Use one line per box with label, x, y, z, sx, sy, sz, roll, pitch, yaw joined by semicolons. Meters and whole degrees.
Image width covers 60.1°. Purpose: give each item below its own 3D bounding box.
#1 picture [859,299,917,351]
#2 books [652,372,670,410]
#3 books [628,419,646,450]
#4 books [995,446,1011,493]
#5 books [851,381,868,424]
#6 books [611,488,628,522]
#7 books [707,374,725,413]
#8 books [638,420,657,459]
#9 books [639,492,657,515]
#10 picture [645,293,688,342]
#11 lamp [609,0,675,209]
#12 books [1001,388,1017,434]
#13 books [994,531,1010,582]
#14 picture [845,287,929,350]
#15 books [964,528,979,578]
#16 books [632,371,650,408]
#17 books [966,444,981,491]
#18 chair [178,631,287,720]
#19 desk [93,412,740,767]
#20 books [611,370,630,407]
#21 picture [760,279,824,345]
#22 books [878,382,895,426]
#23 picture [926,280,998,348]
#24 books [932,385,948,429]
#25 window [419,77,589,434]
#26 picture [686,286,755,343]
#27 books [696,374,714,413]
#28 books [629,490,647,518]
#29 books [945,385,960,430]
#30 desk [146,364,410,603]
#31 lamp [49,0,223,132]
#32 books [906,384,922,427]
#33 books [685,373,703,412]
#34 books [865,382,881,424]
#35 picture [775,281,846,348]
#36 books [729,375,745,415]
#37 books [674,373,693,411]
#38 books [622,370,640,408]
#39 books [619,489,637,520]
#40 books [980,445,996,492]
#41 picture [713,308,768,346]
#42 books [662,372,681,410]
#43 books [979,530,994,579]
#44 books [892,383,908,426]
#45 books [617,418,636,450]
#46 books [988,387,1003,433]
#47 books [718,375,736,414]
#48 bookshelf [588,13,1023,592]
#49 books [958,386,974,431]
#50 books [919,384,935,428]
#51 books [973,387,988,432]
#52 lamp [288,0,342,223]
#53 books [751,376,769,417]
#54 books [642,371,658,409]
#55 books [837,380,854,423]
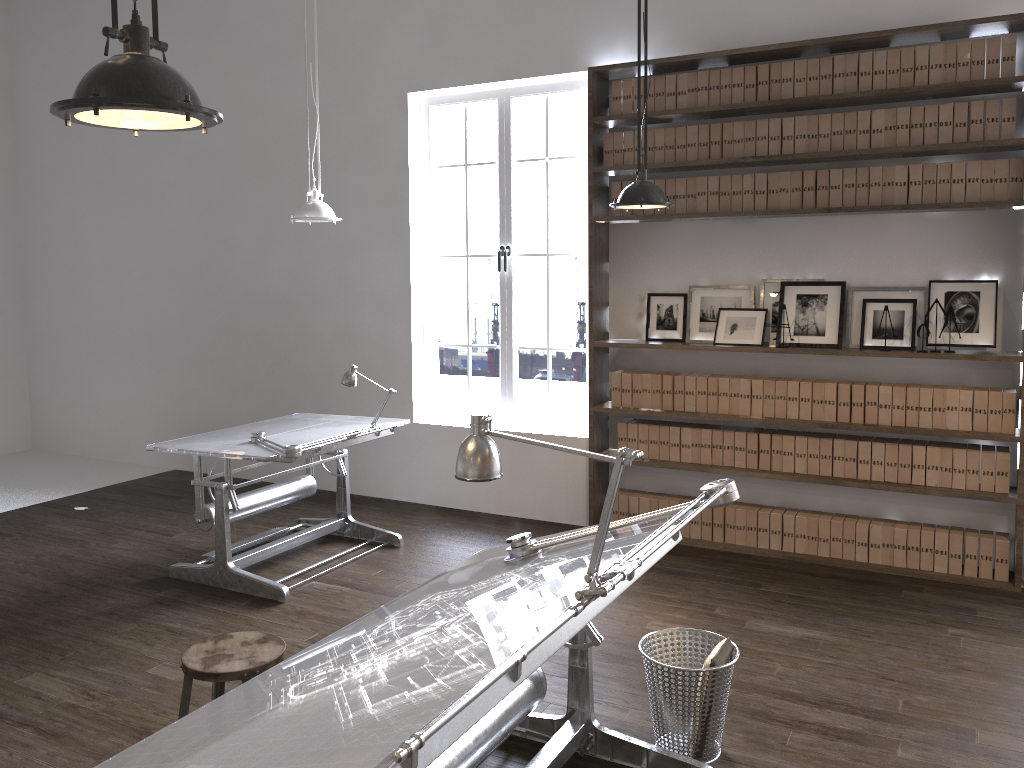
picture;2.152;-0.341;5.065;0.290;0.289;0.127;3;6;28
books;0.959;0.042;5.706;0.067;0.224;0.175;2;6;28
books;0.819;0.355;5.799;0.067;0.225;0.175;2;6;28
books;2.667;0.465;4.813;0.067;0.225;0.175;2;6;28
books;2.014;0.106;5.136;0.067;0.225;0.175;2;6;28
books;0.709;0.826;5.904;0.067;0.225;0.175;2;6;28
books;1.278;0.061;5.535;0.067;0.225;0.175;2;6;28
books;0.884;0.358;5.768;0.067;0.225;0.175;2;6;28
books;0.895;0.837;5.801;0.067;0.224;0.175;2;6;28
picture;1.002;-0.431;5.745;0.267;0.314;0.058;3;5;28
lamp;0.615;-1.967;4.163;0.313;2.243;0.312;0;4;8
books;2.681;0.146;4.778;0.067;0.225;0.175;2;6;28
books;2.681;0.944;4.847;0.067;0.224;0.175;2;6;28
picture;2.160;-0.380;5.105;0.434;0.359;0.095;3;6;28
books;2.548;0.936;4.915;0.067;0.225;0.175;2;6;28
books;0.843;0.036;5.760;0.067;0.225;0.175;2;6;28
books;2.544;0.457;4.884;0.067;0.225;0.175;2;6;28
chair;-0.880;1.112;2.839;0.371;0.526;0.360;0;5;7
desk;-0.081;0.722;2.416;1.077;1.380;2.289;2;7;28
books;0.717;0.028;5.832;0.067;0.225;0.175;2;6;28
picture;1.686;-0.433;5.359;0.370;0.404;0.091;3;5;28
books;2.143;0.114;5.067;0.067;0.225;0.175;2;6;28
picture;2.486;-0.391;4.895;0.343;0.363;0.161;3;6;28
books;2.388;0.128;4.940;0.067;0.224;0.175;2;6;28
window;-0.034;-0.862;6.270;1.484;2.487;0.154;2;5;28
picture;1.306;-0.435;5.560;0.416;0.364;0.083;3;5;28
books;1.216;0.058;5.568;0.067;0.225;0.175;2;6;28
books;0.830;0.834;5.833;0.067;0.225;0.175;2;6;28
books;2.443;0.132;4.909;0.067;0.224;0.175;2;6;28
desk;-1.224;0.475;5.199;1.172;1.184;1.274;3;7;28
lamp;-0.738;-1.634;1.646;0.311;2.243;0.313;-4;6;-41
books;2.270;0.121;5.004;0.067;0.225;0.175;2;6;28
books;1.151;0.054;5.598;0.067;0.225;0.175;2;6;28
books;2.083;0.109;5.105;0.067;0.225;0.175;2;6;28
picture;1.772;-0.413;5.255;0.374;0.390;0.149;3;6;28
books;1.396;0.069;5.470;0.067;0.224;0.175;2;6;28
books;1.091;0.050;5.636;0.067;0.225;0.175;2;6;28
books;0.779;0.033;5.795;0.067;0.225;0.175;2;6;28
books;0.770;0.829;5.870;0.067;0.225;0.175;2;6;28
books;2.606;0.461;4.850;0.067;0.225;0.175;2;6;28
picture;1.401;-0.348;5.429;0.300;0.228;0.145;3;6;28
books;1.022;0.047;5.666;0.067;0.225;0.175;2;6;28
books;2.616;0.940;4.884;0.067;0.224;0.175;2;6;28
books;2.208;0.117;5.038;0.067;0.225;0.175;2;6;28
books;0.755;0.351;5.833;0.067;0.225;0.175;2;6;28
books;2.626;0.142;4.815;0.067;0.225;0.175;2;6;28
books;1.335;0.066;5.498;0.067;0.225;0.175;2;6;28
bookshelf;1.683;-0.116;5.348;2.475;3.708;0.414;2;5;28
books;2.500;0.135;4.876;0.067;0.225;0.175;2;6;28
books;2.327;0.125;4.967;0.067;0.225;0.175;2;6;28
books;2.564;0.138;4.846;0.067;0.225;0.175;2;6;28
lamp;-1.164;-2.073;5.110;0.313;2.243;0.312;0;4;8
books;1.514;0.076;5.404;0.067;0.225;0.175;2;6;28
books;0.901;0.039;5.735;0.067;0.224;0.175;2;6;28
books;1.951;0.102;5.175;0.067;0.224;0.175;2;6;28
